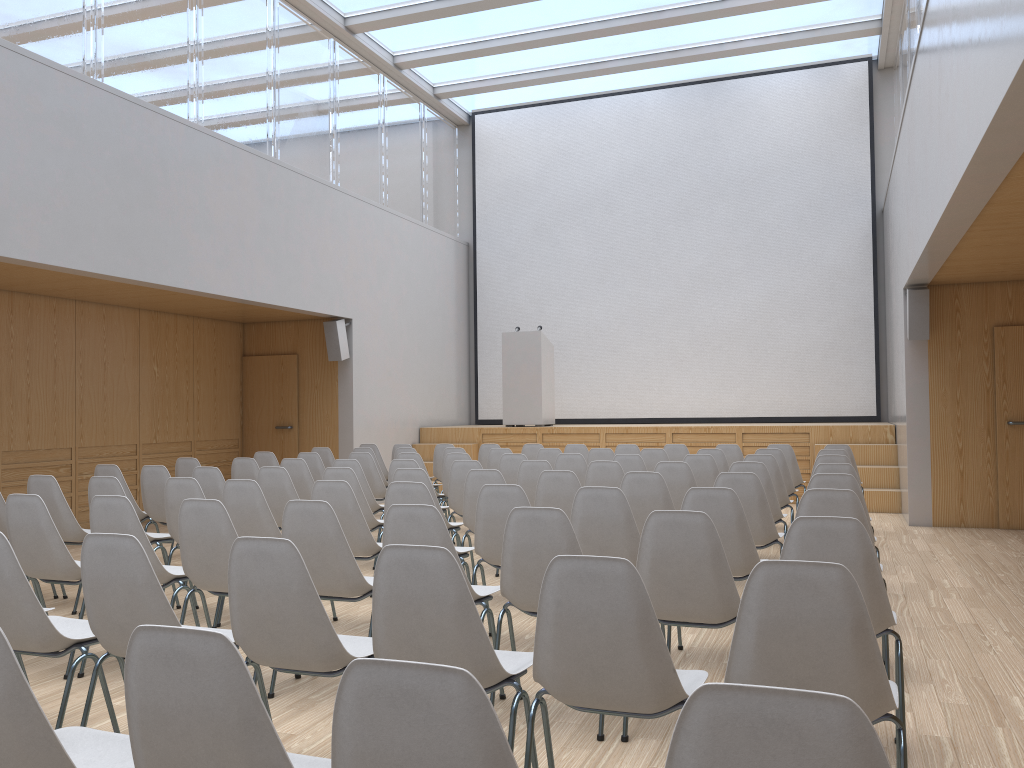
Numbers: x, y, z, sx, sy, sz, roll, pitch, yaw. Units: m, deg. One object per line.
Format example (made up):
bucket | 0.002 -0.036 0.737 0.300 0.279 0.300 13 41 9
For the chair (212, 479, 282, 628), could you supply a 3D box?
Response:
chair | -1.449 0.986 5.264 0.479 0.876 0.505 -1 -2 20

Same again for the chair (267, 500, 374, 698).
chair | -0.783 0.941 4.024 0.479 0.876 0.505 -1 -2 20

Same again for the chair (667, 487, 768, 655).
chair | 1.027 0.928 4.389 0.479 0.876 0.505 -1 -2 20

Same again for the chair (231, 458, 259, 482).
chair | -2.177 1.068 7.730 0.479 0.876 0.505 -1 -2 20

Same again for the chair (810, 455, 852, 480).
chair | 2.551 0.987 7.023 0.479 0.876 0.505 -1 -2 20

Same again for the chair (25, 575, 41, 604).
chair | -2.751 0.987 4.743 0.479 0.876 0.505 -1 -2 20

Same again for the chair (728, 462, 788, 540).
chair | 1.710 0.976 6.298 0.479 0.876 0.505 -1 -2 20

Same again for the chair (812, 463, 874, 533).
chair | 2.209 0.962 6.040 0.479 0.876 0.505 -1 -2 20

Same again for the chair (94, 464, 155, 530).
chair | -2.995 1.056 6.977 0.479 0.876 0.505 -1 -2 20

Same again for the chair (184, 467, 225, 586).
chair | -2.079 1.031 6.520 0.479 0.876 0.505 -1 -2 20

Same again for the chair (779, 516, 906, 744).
chair | 1.161 0.892 3.230 0.479 0.876 0.505 -1 -2 20

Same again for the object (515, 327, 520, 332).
object | 0.070 -0.704 13.087 0.166 0.305 0.252 -1 -2 -8

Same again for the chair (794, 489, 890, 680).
chair | 1.530 0.917 4.232 0.479 0.876 0.505 -1 -2 20

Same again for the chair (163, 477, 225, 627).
chair | -1.872 0.998 5.494 0.479 0.876 0.505 -1 -2 20

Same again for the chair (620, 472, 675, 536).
chair | 0.867 0.962 5.471 0.479 0.876 0.505 -1 -2 20

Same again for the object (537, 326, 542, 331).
object | 0.396 -0.711 12.966 0.166 0.305 0.252 -1 -2 -8

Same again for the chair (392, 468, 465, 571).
chair | -0.581 0.999 6.071 0.479 0.876 0.505 -1 -2 20

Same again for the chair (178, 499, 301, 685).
chair | -1.277 0.950 4.134 0.479 0.876 0.505 -1 -2 20

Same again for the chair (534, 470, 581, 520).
chair | 0.373 0.975 5.677 0.479 0.876 0.505 -1 -2 20

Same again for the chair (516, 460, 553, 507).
chair | 0.263 1.010 6.835 0.479 0.876 0.505 -1 -2 20

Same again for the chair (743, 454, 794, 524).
chair | 2.052 0.999 7.237 0.479 0.876 0.505 -1 -2 20

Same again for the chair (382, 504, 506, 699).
chair | -0.308 0.928 3.797 0.479 0.876 0.505 -1 -2 20

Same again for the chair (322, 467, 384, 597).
chair | -1.090 1.011 6.270 0.479 0.876 0.505 -1 -2 20

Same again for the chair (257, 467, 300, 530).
chair | -1.583 1.022 6.424 0.479 0.876 0.505 -1 -2 20

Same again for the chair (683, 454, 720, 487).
chair | 1.599 1.009 7.376 0.479 0.876 0.505 -1 -2 20

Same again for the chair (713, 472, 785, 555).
chair | 1.394 0.952 5.339 0.479 0.876 0.505 -1 -2 20

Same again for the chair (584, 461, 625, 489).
chair | 0.759 0.998 6.621 0.479 0.876 0.505 -1 -2 20

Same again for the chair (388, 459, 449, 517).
chair | -0.755 1.033 7.162 0.479 0.876 0.505 -1 -2 20

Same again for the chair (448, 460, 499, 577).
chair | -0.257 1.020 6.955 0.479 0.876 0.505 -1 -2 20

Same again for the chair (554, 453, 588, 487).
chair | 0.587 1.034 7.771 0.479 0.876 0.505 -1 -2 20

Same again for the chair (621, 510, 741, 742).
chair | 0.701 0.905 3.463 0.479 0.876 0.505 -1 -2 20

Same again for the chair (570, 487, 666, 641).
chair | 0.514 0.938 4.492 0.479 0.876 0.505 -1 -2 20

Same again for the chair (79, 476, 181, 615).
chair | -2.415 1.010 5.666 0.479 0.876 0.505 -1 -2 20

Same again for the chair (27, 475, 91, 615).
chair | -2.903 1.022 5.866 0.479 0.876 0.505 -1 -2 20

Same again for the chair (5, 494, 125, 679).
chair | -2.262 0.974 4.499 0.479 0.876 0.505 -1 -2 20

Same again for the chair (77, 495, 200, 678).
chair | -1.786 0.964 4.366 0.479 0.876 0.505 -1 -2 20

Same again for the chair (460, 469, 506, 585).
chair | -0.085 0.986 5.868 0.479 0.876 0.505 -1 -2 20

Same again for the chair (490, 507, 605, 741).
chair | 0.190 0.917 3.633 0.479 0.876 0.505 -1 -2 20

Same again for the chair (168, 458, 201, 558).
chair | -2.709 1.079 7.864 0.479 0.876 0.505 -1 -2 20

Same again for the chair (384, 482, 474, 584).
chair | -0.467 0.964 4.943 0.479 0.876 0.505 -1 -2 20

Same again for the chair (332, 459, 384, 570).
chair | -1.237 1.044 7.318 0.479 0.876 0.505 -1 -2 20

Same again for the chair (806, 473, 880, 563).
chair | 1.874 0.940 5.141 0.479 0.876 0.505 -1 -2 20

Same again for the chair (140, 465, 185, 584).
chair | -2.557 1.045 6.785 0.479 0.876 0.505 -1 -2 20

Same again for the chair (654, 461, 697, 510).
chair | 1.215 0.986 6.431 0.479 0.876 0.505 -1 -2 20

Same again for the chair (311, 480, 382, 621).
chair | -0.907 0.975 5.126 0.479 0.876 0.505 -1 -2 20

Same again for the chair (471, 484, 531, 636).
chair | 0.040 0.950 4.712 0.479 0.876 0.505 -1 -2 20

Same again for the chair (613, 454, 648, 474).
chair | 1.046 1.021 7.538 0.479 0.876 0.505 -1 -2 20

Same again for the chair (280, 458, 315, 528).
chair | -1.715 1.056 7.539 0.479 0.876 0.505 -1 -2 20
